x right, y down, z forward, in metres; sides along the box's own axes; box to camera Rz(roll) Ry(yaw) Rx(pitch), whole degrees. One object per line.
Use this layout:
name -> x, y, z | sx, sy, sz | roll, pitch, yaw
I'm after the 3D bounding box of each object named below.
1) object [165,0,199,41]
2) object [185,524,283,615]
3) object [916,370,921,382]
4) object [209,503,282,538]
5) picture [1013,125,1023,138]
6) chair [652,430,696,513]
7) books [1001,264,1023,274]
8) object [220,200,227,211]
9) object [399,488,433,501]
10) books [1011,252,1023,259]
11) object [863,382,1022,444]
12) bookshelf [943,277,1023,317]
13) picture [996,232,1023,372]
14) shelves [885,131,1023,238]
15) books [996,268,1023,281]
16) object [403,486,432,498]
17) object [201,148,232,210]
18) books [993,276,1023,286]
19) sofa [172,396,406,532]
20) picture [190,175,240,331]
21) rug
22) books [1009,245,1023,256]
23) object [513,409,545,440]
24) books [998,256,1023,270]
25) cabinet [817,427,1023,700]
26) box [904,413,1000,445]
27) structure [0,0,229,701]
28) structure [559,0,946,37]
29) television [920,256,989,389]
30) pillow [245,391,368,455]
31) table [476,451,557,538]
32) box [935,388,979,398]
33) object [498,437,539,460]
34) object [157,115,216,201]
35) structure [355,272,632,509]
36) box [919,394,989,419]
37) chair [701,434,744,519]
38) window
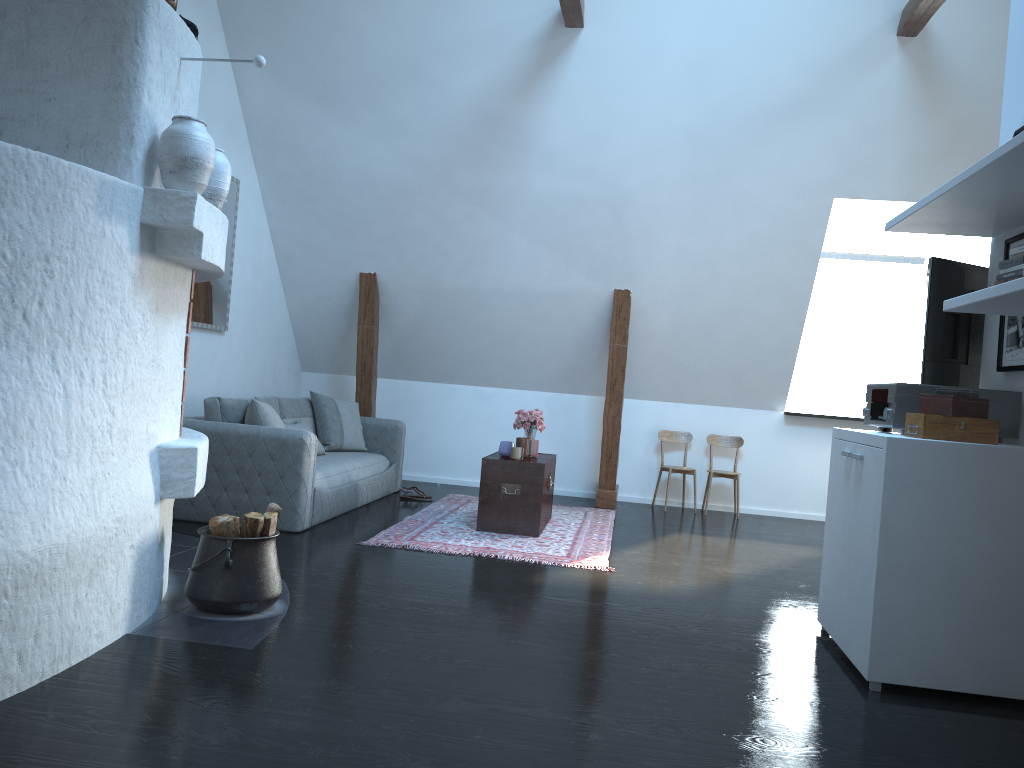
object -> -1.463, -1.482, 3.694 | 0.311, 0.094, 0.783 | 5, 0, -7
object -> -1.135, 0.759, 3.649 | 0.384, 0.313, 0.384 | 5, 0, 34
object -> 3.586, 0.111, 7.846 | 0.131, 0.461, 0.309 | 5, 0, 26
object -> -1.112, 0.678, 3.634 | 0.270, 0.370, 0.240 | 5, 0, 7
picture -> 2.045, -0.889, 3.469 | 0.114, 0.377, 0.597 | 5, 0, 8
chair -> 1.474, 0.774, 7.917 | 0.329, 0.696, 0.342 | 5, 0, -9
books -> 1.765, -0.377, 2.920 | 0.192, 0.014, 0.255 | 5, 0, 6
object -> -1.258, -0.764, 3.744 | 0.064, 0.114, 0.161 | 5, 0, 10
object -> -0.777, 0.893, 7.178 | 0.277, 0.090, 0.101 | 5, 0, -4
books -> 1.765, -0.423, 2.914 | 0.143, 0.020, 0.215 | 5, 0, 2
object -> 1.792, 0.119, 3.754 | 0.496, 0.211, 0.435 | 5, 0, 7
bookshelf -> 1.726, -0.263, 2.769 | 0.478, 0.038, 0.741 | 5, 0, 8
picture -> 2.047, -0.331, 3.534 | 0.036, 0.558, 0.420 | 5, 0, 8
shelves -> 1.820, -0.700, 3.197 | 0.478, 0.038, 1.604 | 5, 0, 8
books -> 1.749, -0.359, 2.931 | 0.175, 0.023, 0.249 | 5, 0, 3
object -> -0.789, 0.892, 7.338 | 0.277, 0.090, 0.101 | 5, 0, -36
object -> -1.213, -0.806, 3.563 | 0.158, 0.274, 0.158 | 5, 0, -43
books -> 1.747, -0.336, 2.931 | 0.175, 0.023, 0.249 | 5, 0, -2
sofa -> -1.625, 0.486, 6.579 | 1.107, 0.770, 2.458 | 5, 0, 8
picture -> -2.248, -1.008, 6.451 | 0.025, 1.185, 0.965 | 5, 0, 8
rug -> 0.014, 0.997, 6.324 | 1.512, 0.029, 2.647 | 5, 0, 8
books -> 1.773, -0.443, 2.914 | 0.158, 0.021, 0.224 | 5, 0, 3
object -> 0.121, 0.347, 6.589 | 0.235, 0.351, 0.234 | 5, 0, -32
books -> 1.769, -0.398, 2.921 | 0.193, 0.028, 0.245 | 5, 0, -2
cabinet -> 1.667, 0.677, 3.586 | 0.638, 0.921, 0.869 | 5, 0, 8
box -> 1.651, 0.168, 3.334 | 0.294, 0.093, 0.169 | 5, 0, 3
structure -> -2.542, -1.552, 3.384 | 3.049, 4.752, 3.058 | 5, 0, 16
structure -> 2.632, -2.555, 2.627 | 15.910, 3.562, 10.230 | 5, 0, 13
television -> 2.430, -0.205, 3.998 | 1.005, 0.652, 0.537 | 5, 0, -27
pillow -> -1.512, 0.319, 6.586 | 0.444, 0.515, 2.075 | 5, 0, 8
table -> 0.059, 0.760, 6.350 | 0.471, 0.492, 0.962 | 5, 0, 8
box -> 1.679, 0.034, 3.344 | 0.076, 0.027, 0.129 | 5, 0, -42
object -> 0.033, 0.448, 6.242 | 0.215, 0.138, 0.413 | 5, 0, 19
object -> -1.213, -0.825, 3.301 | 0.203, 0.314, 0.203 | 5, 0, -8
structure -> 4.735, 0.421, 7.431 | 12.350, 1.963, 1.023 | 5, 0, 8
box -> 1.660, 0.084, 3.330 | 0.210, 0.075, 0.137 | 5, 0, -27
chair -> 1.870, 0.807, 7.844 | 0.329, 0.696, 0.342 | 5, 0, 9
window -> 4.737, -1.690, 5.018 | 8.018, 4.249, 5.959 | 5, 0, 8
